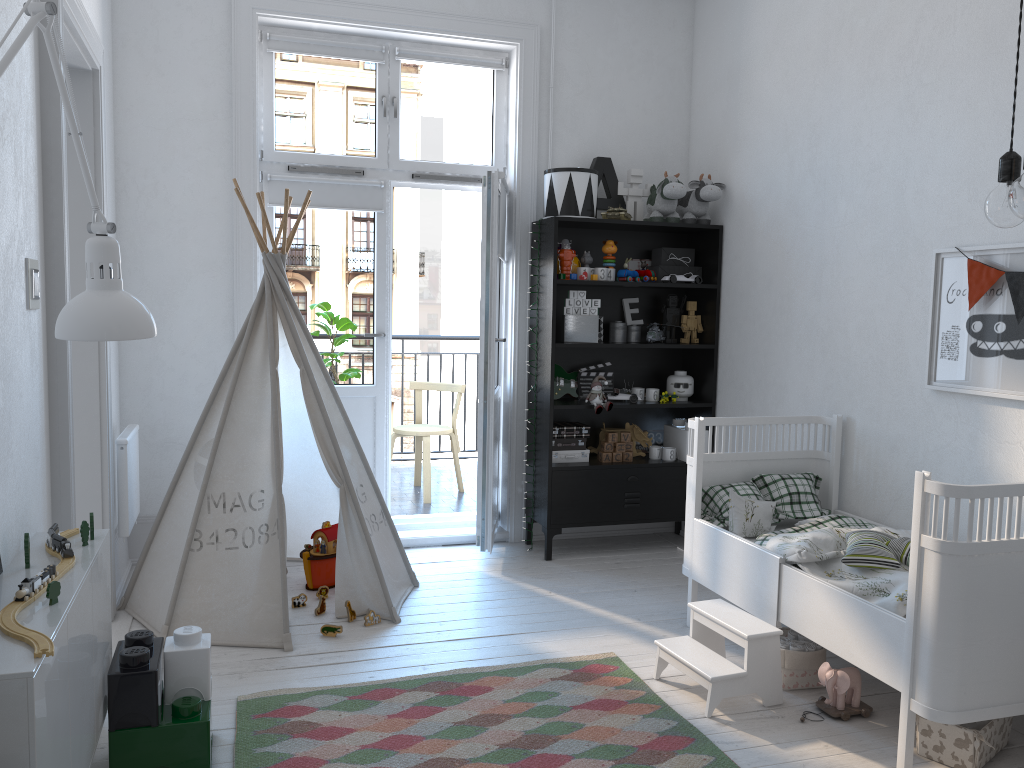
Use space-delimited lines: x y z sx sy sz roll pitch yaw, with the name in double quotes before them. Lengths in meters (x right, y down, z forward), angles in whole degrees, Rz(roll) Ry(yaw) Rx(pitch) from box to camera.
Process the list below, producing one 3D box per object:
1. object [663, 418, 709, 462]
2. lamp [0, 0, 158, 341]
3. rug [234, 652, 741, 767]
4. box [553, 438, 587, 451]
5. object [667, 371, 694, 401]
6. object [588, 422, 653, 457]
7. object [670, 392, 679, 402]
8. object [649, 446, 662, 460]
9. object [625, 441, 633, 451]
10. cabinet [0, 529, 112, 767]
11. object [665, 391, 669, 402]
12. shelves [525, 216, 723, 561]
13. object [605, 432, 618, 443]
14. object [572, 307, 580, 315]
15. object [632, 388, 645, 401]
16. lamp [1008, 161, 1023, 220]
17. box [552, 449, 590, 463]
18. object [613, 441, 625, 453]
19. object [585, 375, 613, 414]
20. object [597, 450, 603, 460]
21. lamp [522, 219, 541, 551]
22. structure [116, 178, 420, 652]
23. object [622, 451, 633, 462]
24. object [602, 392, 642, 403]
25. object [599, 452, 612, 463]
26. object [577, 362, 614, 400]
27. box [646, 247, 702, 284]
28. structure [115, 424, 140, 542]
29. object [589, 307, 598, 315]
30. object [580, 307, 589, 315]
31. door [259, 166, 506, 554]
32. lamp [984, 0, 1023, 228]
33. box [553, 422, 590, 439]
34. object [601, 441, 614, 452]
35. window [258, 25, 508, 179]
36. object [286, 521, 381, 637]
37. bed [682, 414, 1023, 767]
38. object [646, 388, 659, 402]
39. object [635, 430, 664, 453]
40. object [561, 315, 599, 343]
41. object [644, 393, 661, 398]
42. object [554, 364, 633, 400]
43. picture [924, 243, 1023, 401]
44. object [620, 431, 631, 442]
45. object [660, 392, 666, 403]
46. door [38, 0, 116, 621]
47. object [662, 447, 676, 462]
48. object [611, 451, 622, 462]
"object" 0.920 0.291 4.703 0.132 0.199 0.267 0 5 -18
"lamp" -0.924 -0.405 1.657 0.200 0.656 0.651 3 5 16
"rug" 0.045 1.060 2.042 1.320 0.016 2.027 0 5 -17
"box" 0.250 0.298 4.536 0.215 0.062 0.179 0 5 -18
"object" 0.887 0.012 4.680 0.139 0.162 0.139 -4 7 -43
"object" 0.575 0.295 4.686 0.337 0.186 0.111 1 5 -3
"object" 0.838 0.067 4.584 0.042 0.054 0.031 4 6 27
"object" 0.750 0.360 4.629 0.067 0.067 0.067 1 5 -4
"object" 0.591 0.320 4.581 0.050 0.050 0.050 0 5 -18
"cabinet" -1.022 0.656 1.906 0.183 0.455 0.969 0 5 -18
"object" 0.800 0.064 4.603 0.042 0.054 0.031 0 5 -17
"shelves" 0.570 0.020 4.589 0.911 1.679 0.353 0 6 -18
"object" 0.508 0.272 4.534 0.050 0.050 0.050 0 5 -18
"object" 0.314 -0.360 4.389 0.040 0.040 0.040 0 5 -13
"object" 0.654 0.055 4.606 0.067 0.067 0.067 1 5 -4
"lamp" 0.423 -1.080 1.858 0.074 1.531 1.381 -4 7 -43
"box" 0.267 0.359 4.547 0.215 0.062 0.179 0 5 -18
"object" 0.548 0.322 4.539 0.050 0.050 0.050 0 5 -18
"object" 0.433 0.053 4.371 0.110 0.186 0.129 -2 6 -31
"object" 0.474 0.368 4.578 0.050 0.050 0.050 0 5 -18
"lamp" 0.526 0.011 4.641 0.985 1.685 0.095 -1 6 -20
"structure" -0.976 0.039 3.656 1.143 1.751 1.143 -3 7 -42
"object" 0.596 0.372 4.559 0.050 0.050 0.050 2 5 12
"object" 0.546 0.069 4.532 0.230 0.048 0.098 2 5 7
"object" 0.476 0.372 4.521 0.050 0.050 0.050 0 5 -18
"object" 0.440 -0.017 4.647 0.201 0.199 0.048 0 6 -18
"box" 0.859 -0.618 4.666 0.251 0.189 0.179 0 5 -18
"structure" -1.644 0.419 3.814 0.075 0.460 0.635 -1 5 -21
"object" 0.404 -0.358 4.385 0.040 0.040 0.040 2 5 12
"object" 0.358 -0.359 4.383 0.040 0.040 0.040 1 5 -3
"door" -0.579 -0.121 4.326 1.264 1.840 0.636 0 5 -16
"lamp" 0.456 -1.090 1.993 0.074 1.531 1.381 -4 7 -43
"box" 0.269 0.237 4.537 0.215 0.062 0.179 0 5 -18
"object" 0.487 0.321 4.541 0.050 0.050 0.050 0 5 -18
"window" -0.620 -1.387 4.448 1.263 0.661 0.101 0 6 -18
"object" -0.735 0.767 3.712 0.385 0.284 0.856 -1 5 -26
"bed" 1.194 0.591 3.005 0.670 0.833 1.403 0 5 -18
"object" 0.725 0.059 4.579 0.067 0.067 0.067 1 5 -4
"object" 0.693 0.314 4.819 0.347 0.120 0.034 0 5 -18
"object" 0.339 -0.275 4.426 0.170 0.138 0.124 1 5 -3
"object" 0.720 0.061 4.743 0.163 0.034 0.069 0 5 -18
"object" 0.392 0.012 4.662 0.542 0.239 0.093 0 5 -17
"picture" 1.599 -0.199 2.820 0.030 0.493 0.703 -1 5 -18
"object" 0.583 0.272 4.560 0.050 0.050 0.050 1 5 2
"object" 0.775 0.069 4.540 0.031 0.054 0.042 4 6 32
"door" -1.648 -0.145 3.105 0.505 2.179 1.464 -2 6 -33
"object" 0.813 0.364 4.592 0.067 0.067 0.067 1 5 -4
"object" 0.532 0.372 4.539 0.050 0.050 0.050 0 5 -13
